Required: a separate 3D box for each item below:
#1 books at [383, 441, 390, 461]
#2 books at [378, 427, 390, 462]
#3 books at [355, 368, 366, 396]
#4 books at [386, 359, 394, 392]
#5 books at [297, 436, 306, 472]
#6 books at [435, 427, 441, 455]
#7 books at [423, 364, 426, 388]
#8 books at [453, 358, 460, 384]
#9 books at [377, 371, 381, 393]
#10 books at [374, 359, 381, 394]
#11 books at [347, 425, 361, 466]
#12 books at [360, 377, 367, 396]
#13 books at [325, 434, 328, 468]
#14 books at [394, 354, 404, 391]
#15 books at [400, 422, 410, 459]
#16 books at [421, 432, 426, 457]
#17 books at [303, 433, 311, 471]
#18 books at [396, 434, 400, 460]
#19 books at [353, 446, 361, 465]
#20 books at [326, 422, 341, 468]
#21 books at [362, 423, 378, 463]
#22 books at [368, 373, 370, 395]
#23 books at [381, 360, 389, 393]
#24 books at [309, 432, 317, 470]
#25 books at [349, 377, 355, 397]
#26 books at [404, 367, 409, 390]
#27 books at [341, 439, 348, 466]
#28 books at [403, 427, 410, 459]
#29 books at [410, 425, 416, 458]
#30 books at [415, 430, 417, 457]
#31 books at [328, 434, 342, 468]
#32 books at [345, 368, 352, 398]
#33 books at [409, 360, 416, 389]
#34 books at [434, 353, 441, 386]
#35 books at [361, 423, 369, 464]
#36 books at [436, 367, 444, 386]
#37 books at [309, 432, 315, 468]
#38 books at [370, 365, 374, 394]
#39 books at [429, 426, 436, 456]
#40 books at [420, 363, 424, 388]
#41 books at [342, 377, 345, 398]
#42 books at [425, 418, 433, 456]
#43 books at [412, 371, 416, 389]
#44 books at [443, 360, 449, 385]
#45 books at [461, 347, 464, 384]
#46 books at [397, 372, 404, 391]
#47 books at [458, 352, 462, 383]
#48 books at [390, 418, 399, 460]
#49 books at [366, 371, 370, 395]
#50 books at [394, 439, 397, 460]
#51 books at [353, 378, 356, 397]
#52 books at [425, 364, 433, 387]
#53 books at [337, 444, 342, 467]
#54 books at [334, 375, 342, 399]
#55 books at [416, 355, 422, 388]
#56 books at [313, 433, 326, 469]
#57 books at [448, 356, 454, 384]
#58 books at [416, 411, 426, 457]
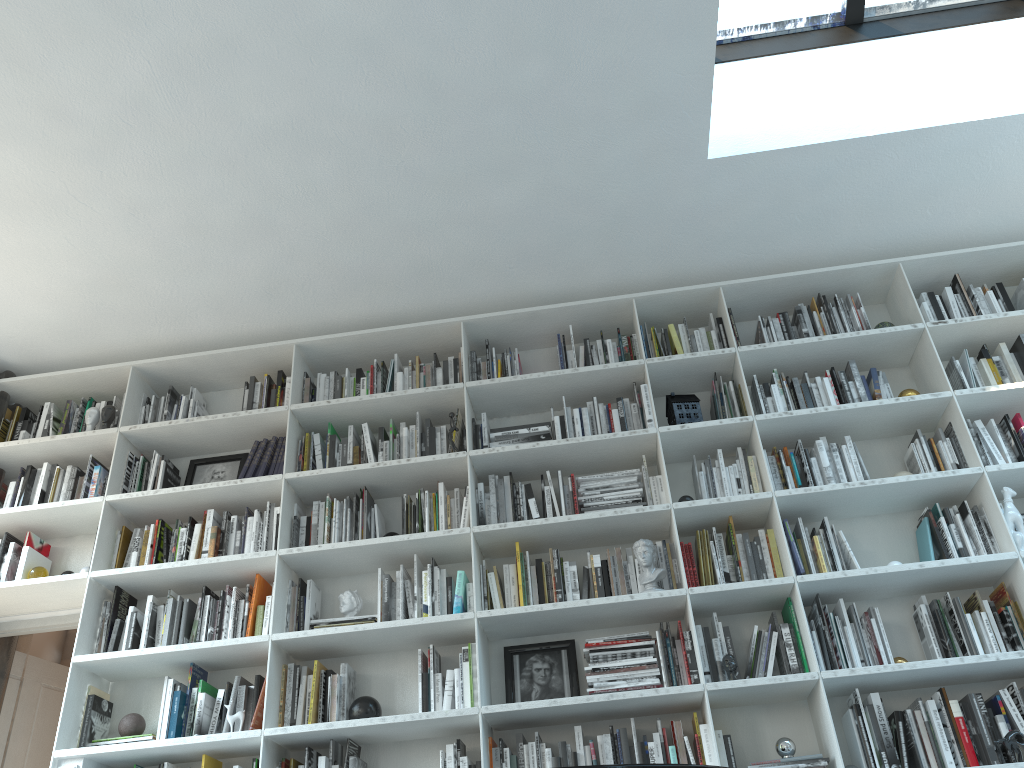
[{"bbox_3d":[-0.573,0.386,4.178,0.028,0.179,0.169,-7,-33,4],"label":"books"},{"bbox_3d":[-0.602,0.358,4.209,0.027,0.263,0.169,-7,-33,4],"label":"books"},{"bbox_3d":[-0.747,0.073,4.426,0.028,0.266,0.152,-7,-33,4],"label":"books"},{"bbox_3d":[-0.592,0.038,4.397,0.052,0.271,0.173,-7,-33,4],"label":"books"},{"bbox_3d":[-0.979,0.400,4.218,0.023,0.255,0.175,-7,-33,4],"label":"books"},{"bbox_3d":[-0.332,0.337,4.172,0.022,0.221,0.162,-7,-33,4],"label":"books"},{"bbox_3d":[-0.411,0.037,4.359,0.013,0.205,0.179,-7,-33,4],"label":"books"},{"bbox_3d":[-0.258,0.014,4.358,0.026,0.224,0.173,-7,-33,4],"label":"books"},{"bbox_3d":[-0.641,0.070,4.405,0.029,0.234,0.131,-7,-33,4],"label":"books"},{"bbox_3d":[-0.664,0.040,4.414,0.010,0.297,0.151,-7,-33,4],"label":"books"},{"bbox_3d":[-0.750,0.361,4.221,0.023,0.292,0.156,-7,-33,4],"label":"books"},{"bbox_3d":[-0.717,0.092,4.399,0.030,0.200,0.153,-7,-33,4],"label":"books"},{"bbox_3d":[-0.859,0.390,4.220,0.011,0.258,0.158,-7,-33,4],"label":"books"},{"bbox_3d":[-0.559,0.024,4.418,0.014,0.313,0.167,-7,-33,4],"label":"books"},{"bbox_3d":[-0.503,0.339,4.212,0.026,0.285,0.138,-7,-33,4],"label":"books"},{"bbox_3d":[-0.403,0.358,4.187,0.024,0.212,0.151,-7,-33,4],"label":"books"},{"bbox_3d":[-0.961,0.394,4.236,0.013,0.282,0.159,-7,-33,4],"label":"books"},{"bbox_3d":[-0.520,0.367,4.181,0.010,0.207,0.174,-7,-33,4],"label":"books"},{"bbox_3d":[-0.716,0.410,4.196,0.034,0.179,0.161,-7,-33,4],"label":"books"},{"bbox_3d":[-0.851,0.360,4.227,0.012,0.313,0.172,-7,-33,4],"label":"books"},{"bbox_3d":[-0.655,0.348,4.205,0.075,0.284,0.179,-7,-33,4],"label":"books"},{"bbox_3d":[-0.685,0.076,4.391,0.011,0.214,0.161,-7,-33,4],"label":"books"},{"bbox_3d":[-0.624,0.042,4.403,0.013,0.274,0.165,-7,-33,4],"label":"books"},{"bbox_3d":[-0.936,0.389,4.234,0.010,0.285,0.149,-7,-33,4],"label":"books"},{"bbox_3d":[-0.783,0.097,4.428,0.025,0.233,0.130,-7,-33,4],"label":"books"},{"bbox_3d":[-0.506,0.051,4.393,0.026,0.234,0.135,-7,-33,4],"label":"books"},{"bbox_3d":[-0.773,0.395,4.202,0.029,0.217,0.158,-7,-33,4],"label":"books"},{"bbox_3d":[-0.481,0.348,4.174,0.021,0.225,0.192,-7,-33,4],"label":"books"},{"bbox_3d":[-0.455,0.341,4.197,0.028,0.259,0.136,-7,-33,4],"label":"books"},{"bbox_3d":[-0.434,0.349,4.185,0.013,0.229,0.142,-7,-33,4],"label":"books"},{"bbox_3d":[-0.827,0.389,4.207,0.031,0.240,0.182,-7,-33,4],"label":"books"},{"bbox_3d":[-0.804,0.073,4.415,0.010,0.263,0.161,-7,-33,4],"label":"books"},{"bbox_3d":[-0.487,0.035,4.402,0.014,0.267,0.157,-7,-33,4],"label":"books"},{"bbox_3d":[-0.363,0.007,4.389,0.013,0.284,0.160,-7,-33,4],"label":"books"},{"bbox_3d":[-0.697,0.355,4.238,0.013,0.313,0.136,-7,-33,4],"label":"books"},{"bbox_3d":[-0.339,0.043,4.355,0.031,0.183,0.177,-7,-33,4],"label":"books"},{"bbox_3d":[-0.946,0.393,4.259,0.014,0.307,0.130,-7,-33,4],"label":"books"},{"bbox_3d":[-0.674,0.060,4.400,0.013,0.250,0.184,-7,-33,4],"label":"books"},{"bbox_3d":[-0.357,0.340,4.169,0.030,0.216,0.183,-7,-33,4],"label":"books"},{"bbox_3d":[-0.427,0.037,4.376,0.021,0.227,0.161,-7,-33,4],"label":"books"},{"bbox_3d":[-0.815,0.097,4.399,0.015,0.206,0.167,-7,-33,4],"label":"books"},{"bbox_3d":[-0.383,0.324,4.208,0.022,0.289,0.147,-7,-33,4],"label":"books"},{"bbox_3d":[-0.463,0.060,4.392,0.029,0.212,0.142,-7,-33,4],"label":"books"},{"bbox_3d":[-0.311,0.023,4.376,0.026,0.235,0.150,-7,-33,4],"label":"books"},{"bbox_3d":[-0.220,-0.016,4.375,0.026,0.287,0.177,-7,-33,4],"label":"books"},{"bbox_3d":[-0.534,0.069,4.376,0.031,0.189,0.182,-7,-33,4],"label":"books"},{"bbox_3d":[-0.239,-0.002,4.375,0.014,0.265,0.172,-7,-33,4],"label":"books"},{"bbox_3d":[-0.558,0.331,4.212,0.012,0.306,0.146,-7,-33,4],"label":"books"},{"bbox_3d":[-0.697,0.074,4.403,0.013,0.233,0.155,-7,-33,4],"label":"books"},{"bbox_3d":[-0.533,0.382,4.206,0.024,0.211,0.128,-7,-33,4],"label":"books"},{"bbox_3d":[-0.765,0.098,4.414,0.012,0.215,0.151,-7,-33,4],"label":"books"},{"bbox_3d":[-0.392,0.036,4.353,0.026,0.199,0.188,-7,-33,4],"label":"books"},{"bbox_3d":[-0.797,0.410,4.205,0.024,0.200,0.154,-7,-33,4],"label":"books"},{"bbox_3d":[-0.838,0.092,4.390,0.029,0.206,0.179,-7,-33,4],"label":"books"},{"bbox_3d":[-0.447,0.020,4.382,0.014,0.265,0.193,-7,-33,4],"label":"books"},{"bbox_3d":[-0.897,0.393,4.233,0.067,0.273,0.169,-7,-33,4],"label":"books"},{"bbox_3d":[-0.284,0.014,4.387,0.029,0.259,0.152,-7,-33,4],"label":"books"},{"bbox_3d":[-0.426,0.307,4.198,0.011,0.312,0.184,-7,-33,4],"label":"books"}]
